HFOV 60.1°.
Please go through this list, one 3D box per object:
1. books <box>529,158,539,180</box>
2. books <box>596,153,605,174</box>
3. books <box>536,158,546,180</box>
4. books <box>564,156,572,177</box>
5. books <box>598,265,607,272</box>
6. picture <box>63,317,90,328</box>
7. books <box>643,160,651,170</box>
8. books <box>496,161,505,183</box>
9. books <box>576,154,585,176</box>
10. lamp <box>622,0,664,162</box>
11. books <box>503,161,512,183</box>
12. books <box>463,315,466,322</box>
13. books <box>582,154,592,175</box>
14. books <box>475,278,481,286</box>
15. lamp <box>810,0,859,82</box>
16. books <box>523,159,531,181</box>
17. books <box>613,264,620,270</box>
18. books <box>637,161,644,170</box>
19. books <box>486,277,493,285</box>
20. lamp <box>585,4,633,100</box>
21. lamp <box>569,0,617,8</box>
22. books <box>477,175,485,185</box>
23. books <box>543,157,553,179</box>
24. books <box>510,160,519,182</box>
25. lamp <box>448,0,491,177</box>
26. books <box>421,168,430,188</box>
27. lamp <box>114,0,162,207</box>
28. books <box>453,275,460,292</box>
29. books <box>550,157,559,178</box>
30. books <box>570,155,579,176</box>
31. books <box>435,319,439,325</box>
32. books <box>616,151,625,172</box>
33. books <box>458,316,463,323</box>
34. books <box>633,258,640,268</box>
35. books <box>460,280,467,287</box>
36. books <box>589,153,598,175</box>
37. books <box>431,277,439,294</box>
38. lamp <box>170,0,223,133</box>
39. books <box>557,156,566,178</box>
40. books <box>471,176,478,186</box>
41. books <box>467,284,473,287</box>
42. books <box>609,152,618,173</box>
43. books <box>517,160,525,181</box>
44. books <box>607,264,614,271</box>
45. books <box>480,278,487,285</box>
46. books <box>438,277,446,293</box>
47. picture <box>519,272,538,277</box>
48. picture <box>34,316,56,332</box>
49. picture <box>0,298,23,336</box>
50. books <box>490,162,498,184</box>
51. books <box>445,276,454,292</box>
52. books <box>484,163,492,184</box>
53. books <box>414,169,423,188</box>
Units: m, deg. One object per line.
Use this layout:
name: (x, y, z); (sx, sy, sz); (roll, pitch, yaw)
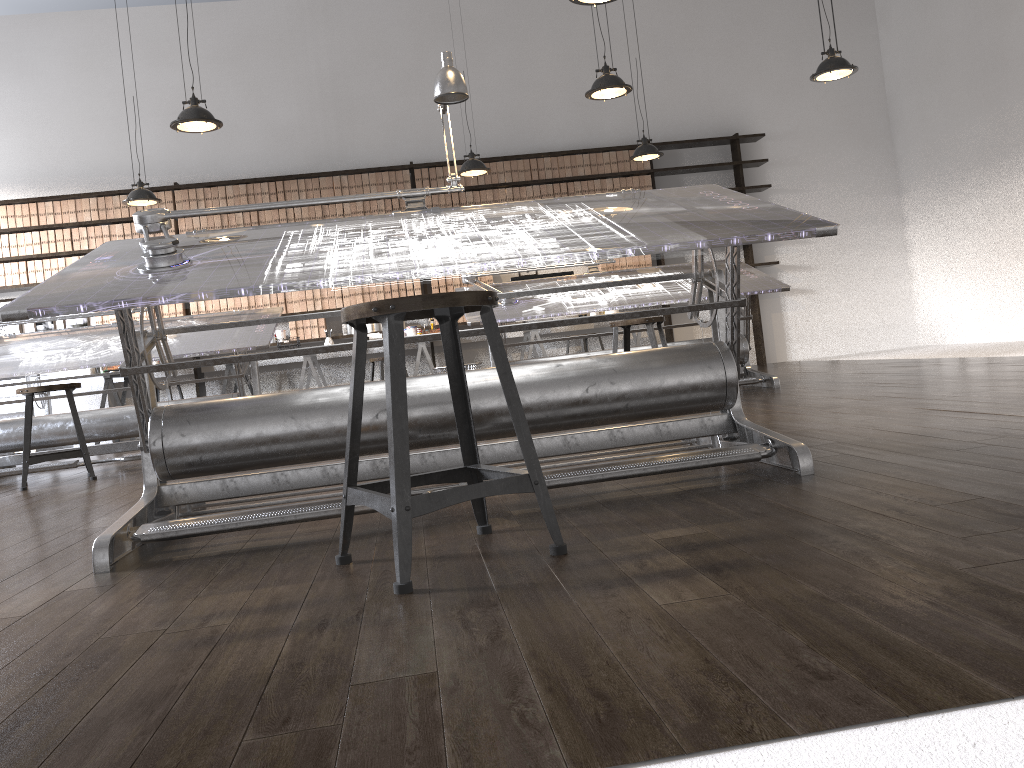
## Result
books: (0.220, -2.205, 9.179); (0.067, 0.226, 0.174); (-6, 0, -7)
books: (0.907, -2.287, 9.270); (0.067, 0.226, 0.174); (-6, 0, -7)
books: (0.293, -2.214, 9.194); (0.067, 0.226, 0.174); (-6, 0, -7)
books: (0.570, -2.246, 9.221); (0.067, 0.226, 0.174); (-6, 0, -7)
books: (0.939, -1.184, 9.228); (0.067, 0.226, 0.174); (-6, 0, -7)
picture: (-4.300, -0.575, 8.757); (0.251, 0.184, 0.023); (-7, -1, -7)
books: (1.393, -2.345, 9.325); (0.067, 0.226, 0.174); (-6, 0, -7)
books: (-0.124, -2.164, 9.140); (0.067, 0.226, 0.174); (-6, 0, -7)
books: (0.698, -2.262, 9.240); (0.067, 0.226, 0.174); (-6, 0, -7)
lamp: (1.070, -3.139, 7.928); (0.310, 2.255, 0.313); (-7, -1, 18)
books: (-0.052, -2.172, 9.145); (0.067, 0.226, 0.174); (-6, 0, -7)
books: (-0.481, -0.734, 9.049); (0.067, 0.226, 0.174); (-6, 0, -7)
books: (0.769, -2.270, 9.247); (0.067, 0.226, 0.174); (-6, 0, -7)
books: (-0.360, -1.028, 9.068); (0.067, 0.226, 0.174); (-6, 0, -7)
lamp: (2.034, -3.192, 5.974); (0.311, 2.255, 0.311); (-6, -1, -27)
books: (0.146, -2.196, 9.176); (0.067, 0.226, 0.174); (-6, 0, -7)
books: (1.076, -1.200, 9.250); (0.067, 0.226, 0.174); (-6, 0, -7)
books: (1.323, -2.337, 9.320); (0.067, 0.226, 0.174); (-6, 0, -7)
books: (-0.232, -1.043, 9.086); (0.067, 0.226, 0.174); (-6, 0, -7)
lamp: (0.501, -3.009, 5.786); (0.310, 2.255, 0.313); (-7, -1, 18)
lamp: (0.282, -2.928, 4.134); (0.310, 2.268, 0.313); (-7, -1, 18)
books: (-0.330, -2.139, 9.112); (0.067, 0.226, 0.174); (-6, 0, -7)
books: (0.364, -2.222, 9.198); (0.067, 0.226, 0.174); (-6, 0, -7)
books: (0.020, -2.181, 9.154); (0.067, 0.226, 0.174); (-6, 0, -7)
lamp: (-0.463, -2.956, 7.740); (0.310, 2.255, 0.313); (-7, -1, 18)
books: (-0.880, -2.073, 9.045); (0.067, 0.226, 0.174); (-6, 0, -7)
lamp: (-3.210, -2.627, 7.404); (0.311, 2.255, 0.311); (-6, -1, -27)
books: (-0.566, -1.004, 9.044); (0.067, 0.226, 0.174); (-6, 0, -7)
books: (0.433, -2.230, 9.210); (0.067, 0.226, 0.174); (-6, 0, -7)
books: (0.636, -2.255, 9.234); (0.067, 0.226, 0.174); (-6, 0, -7)
books: (-0.751, -0.702, 9.013); (0.067, 0.226, 0.174); (-6, 0, -7)
books: (1.119, -2.312, 9.288); (0.067, 0.226, 0.174); (-6, 0, -7)
books: (-0.545, -0.727, 9.039); (0.067, 0.226, 0.174); (-6, 0, -7)
books: (1.283, -1.225, 9.268); (0.067, 0.226, 0.174); (-6, 0, -7)
books: (-0.497, -1.012, 9.057); (0.067, 0.226, 0.174); (-6, 0, -7)
books: (0.838, -2.279, 9.259); (0.067, 0.226, 0.174); (-6, 0, -7)
books: (-0.784, -0.978, 9.022); (0.067, 0.226, 0.174); (-6, 0, -7)
lamp: (-2.068, -2.702, 5.472); (0.310, 2.255, 0.313); (-7, -1, 14)
books: (0.503, -2.239, 9.219); (0.067, 0.226, 0.174); (-6, 0, -7)
books: (-0.402, -2.130, 9.105); (0.067, 0.226, 0.174); (-6, 0, -7)
books: (-0.427, -1.020, 9.065); (0.067, 0.226, 0.174); (-6, 0, -7)
books: (1.048, -2.304, 9.279); (0.067, 0.226, 0.174); (-6, 0, -7)
books: (0.082, -2.188, 9.166); (0.067, 0.226, 0.174); (-6, 0, -7)
books: (1.008, -1.192, 9.240); (0.067, 0.226, 0.174); (-6, 0, -7)
books: (-0.295, -1.036, 9.080); (0.067, 0.226, 0.174); (-6, 0, -7)
books: (-0.711, -0.986, 9.026); (0.067, 0.226, 0.174); (-6, 0, -7)
picture: (0.156, -1.267, 9.309); (0.201, 0.285, 0.022); (-7, -1, -8)
picture: (-4.606, -0.641, 8.725); (0.201, 0.285, 0.022); (-7, -1, -8)
picture: (-5.010, -0.535, 8.662); (0.415, 0.575, 0.040); (-7, -1, -7)
books: (-0.193, -2.155, 9.135); (0.067, 0.226, 0.174); (-6, 0, -7)
books: (-0.637, -0.995, 9.040); (0.067, 0.226, 0.174); (-6, 0, -7)
books: (-0.261, -2.147, 9.125); (0.067, 0.226, 0.174); (-6, 0, -7)
books: (-0.954, -2.064, 9.041); (0.067, 0.226, 0.174); (-6, 0, -7)
